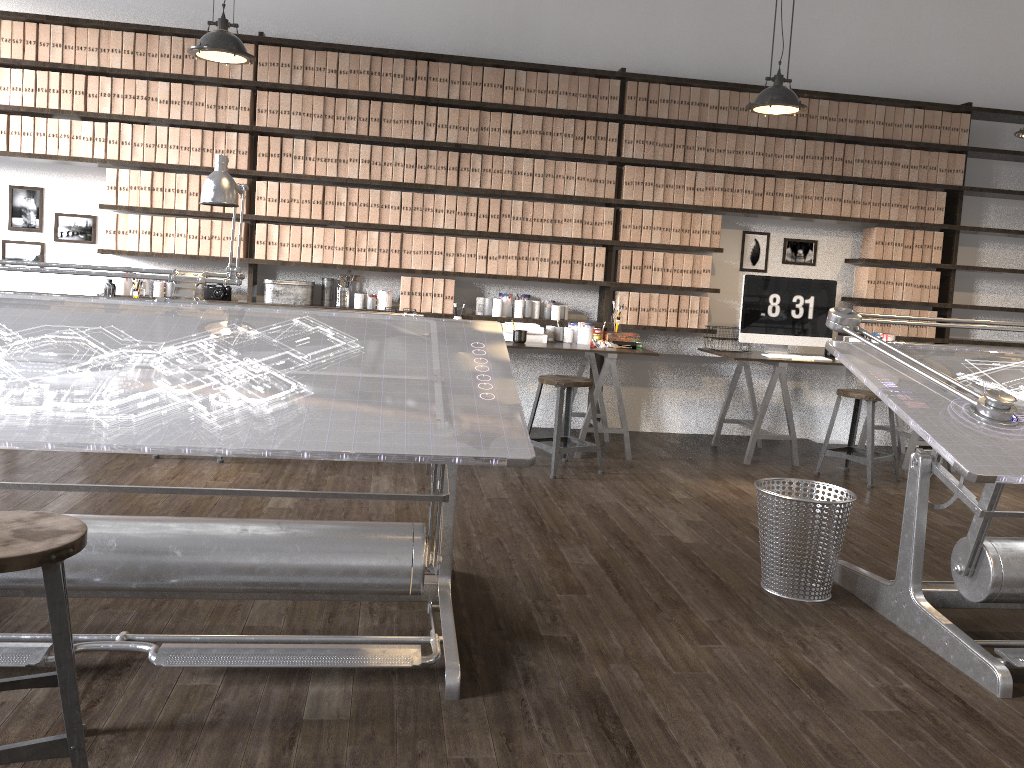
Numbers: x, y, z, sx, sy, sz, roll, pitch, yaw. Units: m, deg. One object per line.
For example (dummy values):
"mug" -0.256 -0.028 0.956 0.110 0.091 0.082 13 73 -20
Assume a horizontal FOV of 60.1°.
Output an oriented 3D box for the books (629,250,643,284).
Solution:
"books" 0.819 -0.786 5.979 0.067 0.225 0.175 3 5 -8

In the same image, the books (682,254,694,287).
"books" 1.171 -0.769 6.028 0.067 0.225 0.175 3 5 -8

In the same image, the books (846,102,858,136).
"books" 2.300 -1.809 6.100 0.067 0.225 0.175 3 5 -8

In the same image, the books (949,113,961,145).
"books" 3.055 -1.774 6.213 0.066 0.225 0.175 3 5 -8

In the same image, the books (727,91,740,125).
"books" 1.467 -1.849 5.987 0.066 0.225 0.175 3 5 -8

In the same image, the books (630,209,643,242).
"books" 0.815 -1.060 5.961 0.066 0.225 0.175 3 5 -8

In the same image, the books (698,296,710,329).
"books" 1.287 -0.489 6.072 0.066 0.225 0.175 3 5 -8

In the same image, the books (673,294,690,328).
"books" 1.147 -0.496 6.053 0.066 0.225 0.175 3 5 -8

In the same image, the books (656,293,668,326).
"books" 0.999 -0.503 6.032 0.066 0.224 0.175 3 5 -8

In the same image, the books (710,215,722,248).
"books" 1.361 -1.035 6.039 0.066 0.225 0.175 3 5 -8

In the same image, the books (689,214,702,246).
"books" 1.221 -1.041 6.019 0.066 0.225 0.175 3 5 -8

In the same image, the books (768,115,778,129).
"books" 1.749 -1.835 6.021 0.067 0.225 0.175 3 5 -8

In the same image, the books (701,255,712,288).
"books" 1.298 -0.764 6.049 0.066 0.224 0.175 3 5 -8

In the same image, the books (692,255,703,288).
"books" 1.236 -0.767 6.042 0.066 0.224 0.175 3 5 -8

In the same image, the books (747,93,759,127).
"books" 1.605 -1.842 6.004 0.066 0.225 0.175 3 5 -8

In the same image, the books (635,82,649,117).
"books" 0.847 -1.877 5.895 0.067 0.225 0.175 3 5 -8

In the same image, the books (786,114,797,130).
"books" 1.875 -1.829 6.046 0.066 0.224 0.175 3 5 -8

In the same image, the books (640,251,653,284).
"books" 0.893 -0.783 5.995 0.066 0.225 0.175 3 5 -8

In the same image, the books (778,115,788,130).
"books" 1.810 -1.832 6.034 0.066 0.224 0.175 3 5 -8

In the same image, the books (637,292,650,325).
"books" 0.873 -0.508 6.007 0.067 0.225 0.175 3 5 -8

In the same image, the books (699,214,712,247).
"books" 1.292 -1.037 6.025 0.066 0.225 0.175 3 5 -8

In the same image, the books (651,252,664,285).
"books" 0.964 -0.779 6.000 0.066 0.225 0.175 3 5 -8

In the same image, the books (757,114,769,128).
"books" 1.677 -1.838 6.011 0.066 0.225 0.175 3 5 -8

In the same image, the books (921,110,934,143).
"books" 2.851 -1.782 6.177 0.067 0.225 0.175 3 5 -8

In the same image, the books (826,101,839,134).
"books" 2.163 -1.816 6.086 0.066 0.225 0.175 3 5 -8

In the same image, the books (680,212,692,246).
"books" 1.151 -1.045 6.009 0.066 0.225 0.175 3 5 -8

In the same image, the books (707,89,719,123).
"books" 1.326 -1.855 5.965 0.066 0.224 0.175 3 5 -8

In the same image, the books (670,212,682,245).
"books" 1.085 -1.047 5.994 0.067 0.225 0.175 3 5 -8

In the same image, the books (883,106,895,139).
"books" 2.569 -1.797 6.143 0.066 0.225 0.175 3 5 -8

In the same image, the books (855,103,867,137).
"books" 2.366 -1.806 6.114 0.066 0.224 0.175 3 5 -8

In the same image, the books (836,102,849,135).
"books" 2.233 -1.812 6.096 0.066 0.225 0.175 3 5 -8

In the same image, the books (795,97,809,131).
"books" 1.949 -1.825 6.051 0.067 0.225 0.175 3 5 -8

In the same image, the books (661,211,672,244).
"books" 1.018 -1.051 5.989 0.066 0.224 0.175 3 5 -8

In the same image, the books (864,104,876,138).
"books" 2.428 -1.803 6.121 0.066 0.224 0.175 3 5 -8

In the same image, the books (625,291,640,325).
"books" 0.801 -0.511 5.997 0.066 0.225 0.175 3 5 -8

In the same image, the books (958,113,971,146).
"books" 3.125 -1.770 6.219 0.066 0.225 0.175 3 5 -8

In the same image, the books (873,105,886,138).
"books" 2.500 -1.799 6.129 0.067 0.225 0.175 3 5 -8

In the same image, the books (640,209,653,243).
"books" 0.885 -1.057 5.967 0.067 0.225 0.175 3 5 -8

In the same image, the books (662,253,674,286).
"books" 1.033 -0.777 6.014 0.066 0.225 0.175 3 5 -8

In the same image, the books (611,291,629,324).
"books" 0.729 -0.515 5.991 0.066 0.225 0.175 3 5 -8

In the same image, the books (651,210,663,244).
"books" 0.957 -1.053 5.979 0.066 0.224 0.175 3 5 -8

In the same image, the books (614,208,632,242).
"books" 0.746 -1.064 5.953 0.066 0.225 0.175 3 5 -8

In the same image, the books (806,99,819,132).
"books" 2.022 -1.823 6.067 0.066 0.225 0.175 3 5 -8

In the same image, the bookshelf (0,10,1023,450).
"bookshelf" -0.212 -0.550 5.946 9.172 3.196 0.375 3 4 -8

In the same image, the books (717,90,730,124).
"books" 1.398 -1.851 5.973 0.067 0.225 0.175 3 5 -8

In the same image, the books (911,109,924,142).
"books" 2.779 -1.786 6.167 0.066 0.225 0.175 3 5 -8

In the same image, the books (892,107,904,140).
"books" 2.638 -1.794 6.154 0.066 0.225 0.175 3 5 -8

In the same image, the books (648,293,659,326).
"books" 0.935 -0.505 6.021 0.066 0.224 0.175 3 5 -8

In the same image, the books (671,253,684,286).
"books" 1.103 -0.773 6.024 0.066 0.225 0.175 3 5 -8

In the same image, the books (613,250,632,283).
"books" 0.745 -0.790 5.974 0.066 0.224 0.175 3 5 -8

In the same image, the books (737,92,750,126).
"books" 1.535 -1.846 5.999 0.066 0.225 0.175 3 5 -8

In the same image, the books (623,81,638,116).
"books" 0.773 -1.881 5.890 0.066 0.224 0.175 3 5 -8

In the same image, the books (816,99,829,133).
"books" 2.093 -1.819 6.072 0.066 0.225 0.175 3 5 -8

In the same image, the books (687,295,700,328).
"books" 1.218 -0.492 6.058 0.066 0.225 0.175 3 5 -8

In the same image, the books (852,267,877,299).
"books" 2.472 -0.708 6.213 0.067 0.225 0.175 3 5 -8

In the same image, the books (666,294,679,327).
"books" 1.073 -0.498 6.037 0.067 0.225 0.175 3 5 -8
